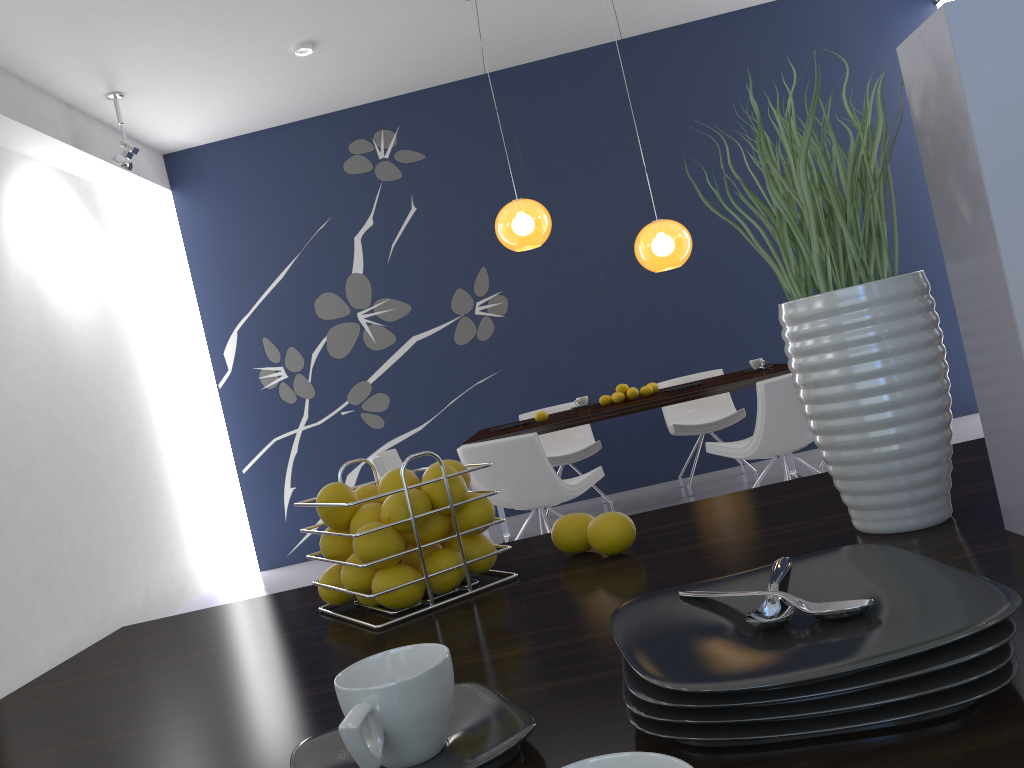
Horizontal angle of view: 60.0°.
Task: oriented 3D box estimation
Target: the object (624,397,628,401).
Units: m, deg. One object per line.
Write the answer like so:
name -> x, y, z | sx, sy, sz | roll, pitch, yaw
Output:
object -> 0.715, 0.068, 5.649 | 0.094, 0.077, 0.079 | -13, 1, -43

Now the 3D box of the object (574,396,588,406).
object -> 0.471, 0.121, 5.947 | 0.081, 0.064, 0.101 | -13, 0, 28

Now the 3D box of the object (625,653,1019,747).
object -> 0.192, 0.183, 0.586 | 0.232, 0.020, 0.232 | -13, 0, 12

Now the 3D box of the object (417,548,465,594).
object -> -0.083, 0.220, 1.043 | 0.053, 0.053, 0.061 | -13, 1, -44

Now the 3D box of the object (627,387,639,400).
object -> 0.748, 0.060, 5.490 | 0.076, 0.080, 0.094 | -13, 0, 5

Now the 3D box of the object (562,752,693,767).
object -> 0.044, 0.195, 0.344 | 0.153, 0.069, 0.153 | -13, 1, 37

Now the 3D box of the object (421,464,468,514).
object -> -0.080, 0.124, 1.053 | 0.052, 0.060, 0.057 | -13, 0, -9

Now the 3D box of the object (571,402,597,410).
object -> 0.483, 0.150, 5.956 | 0.154, 0.020, 0.154 | -13, 1, -42

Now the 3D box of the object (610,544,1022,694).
object -> 0.333, 0.056, 0.496 | 0.646, 0.147, 0.269 | -13, 0, 28

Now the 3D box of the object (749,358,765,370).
object -> 1.543, -0.123, 5.552 | 0.101, 0.064, 0.081 | -13, 0, 29

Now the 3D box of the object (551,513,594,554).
object -> 0.081, 0.187, 1.113 | 0.063, 0.051, 0.053 | -13, 0, 7

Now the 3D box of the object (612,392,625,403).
object -> 0.660, 0.086, 5.493 | 0.070, 0.068, 0.083 | -13, 0, -28

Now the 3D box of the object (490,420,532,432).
object -> -0.005, 0.266, 5.555 | 0.232, 0.020, 0.232 | -13, 0, 32

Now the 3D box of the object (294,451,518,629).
object -> -0.138, 0.174, 1.091 | 0.189, 0.174, 0.207 | -13, 0, -32

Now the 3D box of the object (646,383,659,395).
object -> 0.881, 0.030, 5.593 | 0.079, 0.077, 0.094 | -13, 0, -23

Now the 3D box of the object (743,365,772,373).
object -> 1.541, -0.091, 5.557 | 0.154, 0.020, 0.154 | -13, 1, -41

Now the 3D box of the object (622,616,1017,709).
object -> 0.188, 0.164, 0.585 | 0.232, 0.020, 0.232 | -13, 0, 7

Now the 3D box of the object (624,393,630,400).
object -> 0.745, 0.064, 5.574 | 0.081, 0.071, 0.069 | -13, 0, -20

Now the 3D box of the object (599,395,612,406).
object -> 0.587, 0.103, 5.540 | 0.083, 0.068, 0.070 | -13, 0, 7

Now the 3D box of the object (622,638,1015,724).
object -> 0.190, 0.174, 0.585 | 0.232, 0.020, 0.232 | -13, 0, 12

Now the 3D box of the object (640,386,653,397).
object -> 0.838, 0.045, 5.521 | 0.083, 0.068, 0.070 | -13, 0, 7

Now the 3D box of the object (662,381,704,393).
object -> 1.054, 0.022, 5.459 | 0.232, 0.020, 0.232 | -13, 0, 32

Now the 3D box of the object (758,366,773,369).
object -> 1.553, -0.101, 5.444 | 0.032, 0.028, 0.155 | -13, 0, -16

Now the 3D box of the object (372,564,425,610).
object -> -0.129, 0.230, 1.005 | 0.061, 0.053, 0.053 | -13, 1, -42

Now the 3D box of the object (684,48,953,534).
object -> 0.332, -0.101, 0.930 | 0.269, 0.502, 0.247 | -13, 1, -44

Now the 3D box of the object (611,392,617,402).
object -> 0.665, 0.084, 5.578 | 0.070, 0.068, 0.083 | -13, 0, -28

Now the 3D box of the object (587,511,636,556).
object -> 0.118, 0.179, 1.062 | 0.053, 0.051, 0.063 | -13, 0, -28

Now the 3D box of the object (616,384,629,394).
object -> 0.689, 0.032, 5.529 | 0.083, 0.068, 0.070 | -13, 0, 7

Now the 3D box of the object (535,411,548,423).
object -> 0.179, 0.198, 5.354 | 0.083, 0.068, 0.070 | -13, 0, 7

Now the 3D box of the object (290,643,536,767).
object -> -0.072, 0.220, 0.590 | 0.153, 0.069, 0.153 | -13, 0, -23

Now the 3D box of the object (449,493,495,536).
object -> -0.049, 0.157, 1.071 | 0.053, 0.051, 0.063 | -13, 0, -28
